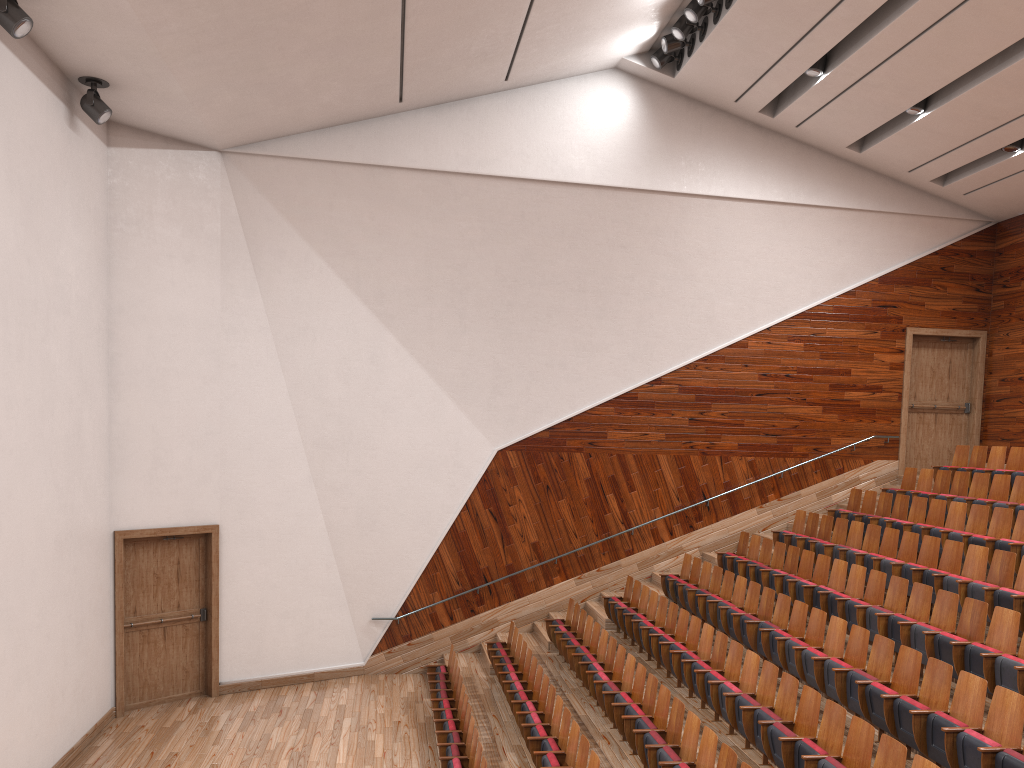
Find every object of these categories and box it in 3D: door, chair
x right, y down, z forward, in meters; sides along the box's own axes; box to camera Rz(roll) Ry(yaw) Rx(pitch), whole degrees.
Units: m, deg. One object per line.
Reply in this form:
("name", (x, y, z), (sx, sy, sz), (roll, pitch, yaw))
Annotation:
("door", (0.698, 0.032, 1.440), (0.140, 0.241, 0.024), (1, 4, -8))
("chair", (0.346, 0.235, 0.668), (0.771, 0.374, 1.180), (2, -2, -8))
("door", (-0.457, 0.307, 1.160), (0.024, 0.241, 0.140), (6, 5, 44))

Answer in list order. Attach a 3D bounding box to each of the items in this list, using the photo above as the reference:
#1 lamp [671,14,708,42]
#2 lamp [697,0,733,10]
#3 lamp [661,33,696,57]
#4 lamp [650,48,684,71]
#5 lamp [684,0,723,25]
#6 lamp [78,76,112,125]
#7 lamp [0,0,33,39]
("lamp", (0.227, -0.460, 1.134), (0.045, 0.032, 0.030), (2, 1, -8))
("lamp", (0.240, -0.464, 1.045), (0.044, 0.031, 0.030), (2, 1, -8))
("lamp", (0.222, -0.457, 1.180), (0.044, 0.031, 0.030), (2, 1, -8))
("lamp", (0.215, -0.455, 1.226), (0.045, 0.031, 0.030), (2, 1, -8))
("lamp", (0.234, -0.462, 1.085), (0.045, 0.032, 0.030), (2, 1, -8))
("lamp", (-0.443, -0.299, 0.936), (0.033, 0.044, 0.030), (2, 2, 3))
("lamp", (-0.415, -0.310, 0.728), (0.033, 0.044, 0.030), (1, 2, -19))
